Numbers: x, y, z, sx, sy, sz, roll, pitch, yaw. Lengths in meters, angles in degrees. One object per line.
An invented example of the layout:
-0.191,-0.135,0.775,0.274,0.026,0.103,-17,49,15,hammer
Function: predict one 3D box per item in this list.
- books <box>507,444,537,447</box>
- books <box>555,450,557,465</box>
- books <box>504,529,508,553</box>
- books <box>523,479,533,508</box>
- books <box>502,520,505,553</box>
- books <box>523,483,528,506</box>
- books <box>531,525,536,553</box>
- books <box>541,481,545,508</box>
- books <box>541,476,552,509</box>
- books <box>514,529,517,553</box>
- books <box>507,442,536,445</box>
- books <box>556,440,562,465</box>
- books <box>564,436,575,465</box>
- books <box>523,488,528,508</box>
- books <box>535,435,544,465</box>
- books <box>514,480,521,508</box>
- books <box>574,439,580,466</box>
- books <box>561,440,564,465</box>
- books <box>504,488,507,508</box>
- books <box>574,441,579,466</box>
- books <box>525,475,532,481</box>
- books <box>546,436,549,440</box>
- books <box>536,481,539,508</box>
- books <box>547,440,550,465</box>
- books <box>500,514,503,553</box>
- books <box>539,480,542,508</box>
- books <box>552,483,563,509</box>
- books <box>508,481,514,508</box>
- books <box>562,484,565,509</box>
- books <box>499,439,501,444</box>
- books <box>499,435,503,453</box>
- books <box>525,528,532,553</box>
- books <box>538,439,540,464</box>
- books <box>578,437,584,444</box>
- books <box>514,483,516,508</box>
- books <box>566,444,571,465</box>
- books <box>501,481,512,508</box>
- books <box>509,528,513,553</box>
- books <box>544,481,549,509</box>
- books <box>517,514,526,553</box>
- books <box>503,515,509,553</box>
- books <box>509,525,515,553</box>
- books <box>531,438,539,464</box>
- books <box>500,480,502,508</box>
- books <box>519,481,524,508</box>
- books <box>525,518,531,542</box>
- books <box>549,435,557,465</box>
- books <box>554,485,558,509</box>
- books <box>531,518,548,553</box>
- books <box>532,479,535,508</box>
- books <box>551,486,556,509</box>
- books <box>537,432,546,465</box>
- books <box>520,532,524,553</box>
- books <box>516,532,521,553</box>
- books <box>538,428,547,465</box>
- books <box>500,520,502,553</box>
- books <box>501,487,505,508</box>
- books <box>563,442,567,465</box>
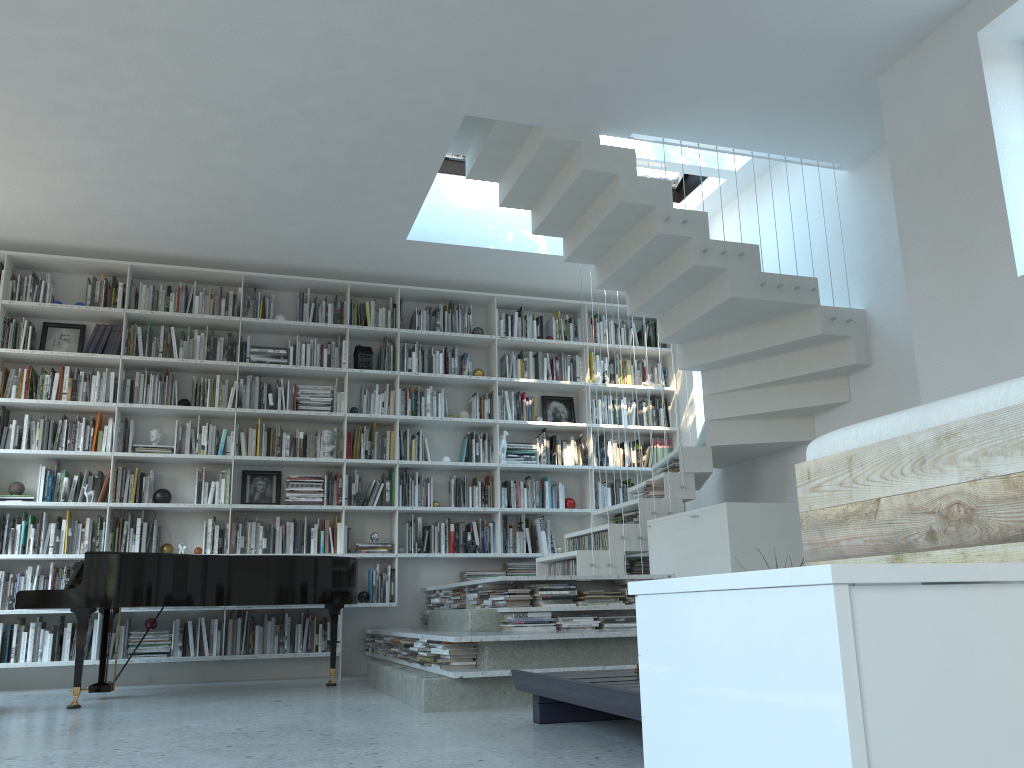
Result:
0.051,0.539,7.636,0.285,0.012,0.160,4,-15,-19,books
0.363,0.608,7.737,0.010,0.277,0.129,3,-14,-17,books
-0.070,1.323,7.413,0.033,0.213,0.140,3,-15,-17,books
0.130,0.949,7.526,0.028,0.254,0.192,3,-15,-17,books
-0.090,1.283,7.405,0.015,0.286,0.138,3,-15,-17,books
0.104,0.966,7.538,0.012,0.229,0.179,3,-15,-17,books
0.161,1.319,7.470,0.031,0.239,0.172,3,-15,-17,books
0.247,0.965,7.596,0.012,0.253,0.161,3,-15,-17,books
0.293,0.944,7.593,0.026,0.289,0.181,3,-15,-17,books
0.009,1.326,7.426,0.025,0.209,0.137,3,-15,-17,books
0.051,0.527,7.639,0.285,0.012,0.160,3,-15,-15,books
0.389,0.621,7.720,0.031,0.241,0.147,3,-15,-17,books
0.499,0.610,7.742,0.021,0.270,0.192,3,-15,-17,books
0.089,0.986,7.518,0.027,0.181,0.186,3,-15,-17,books
0.238,0.594,7.688,0.012,0.284,0.160,3,-15,-17,books
0.030,0.950,7.504,0.045,0.245,0.186,3,-15,-17,books
0.555,0.625,7.775,0.024,0.254,0.145,3,-15,-17,books
0.414,0.623,7.747,0.031,0.249,0.133,3,-15,-17,books
-0.073,0.977,7.475,0.022,0.183,0.163,3,-15,-17,books
0.529,0.627,7.750,0.041,0.238,0.177,3,-15,-17,books
0.143,0.934,7.558,0.013,0.298,0.148,3,-15,-17,books
0.299,0.599,7.704,0.013,0.279,0.131,3,-14,-17,books
0.192,0.964,7.573,0.026,0.246,0.166,3,-15,-17,books
0.284,0.615,7.676,0.030,0.236,0.179,3,-15,-17,books
-0.104,1.257,7.404,0.014,0.336,0.132,3,-14,-17,books
0.218,0.959,7.561,0.014,0.248,0.177,3,-15,-17,books
0.388,0.979,7.626,0.025,0.235,0.181,3,-15,-17,books
-0.017,0.952,7.508,0.024,0.246,0.143,3,-15,-17,books
0.412,0.986,7.634,0.027,0.222,0.170,3,-15,-17,books
-0.126,0.597,7.538,0.027,0.221,0.184,3,-15,-17,books
-0.109,0.583,7.580,0.028,0.266,0.138,3,-15,-17,books
0.114,1.326,7.449,0.052,0.216,0.185,3,-15,-17,books
0.211,0.613,7.682,0.023,0.246,0.138,3,-15,-17,books
0.623,0.619,7.815,0.029,0.283,0.139,3,-15,-17,books
0.004,0.961,7.499,0.011,0.222,0.163,3,-15,-17,books
0.471,0.642,7.751,0.025,0.212,0.156,3,-15,-17,books
-0.048,0.949,7.487,0.047,0.243,0.177,3,-15,-17,books
-0.028,1.322,7.415,0.023,0.213,0.164,3,-15,-17,books
0.271,0.965,7.577,0.023,0.243,0.190,3,-15,-17,books
0.081,1.268,7.454,0.014,0.332,0.169,3,-15,-17,books
-0.050,1.269,7.433,0.013,0.326,0.131,3,-14,-17,books
-0.007,1.306,7.414,0.015,0.243,0.157,3,-15,-17,books
0.200,0.604,7.662,0.012,0.253,0.161,3,-15,-17,books
-0.116,0.944,7.484,0.012,0.253,0.161,3,-15,-17,books
0.059,0.959,7.528,0.026,0.238,0.177,3,-15,-17,books
0.136,1.291,7.489,0.010,0.303,0.132,3,-14,-17,books
0.338,0.597,7.703,0.059,0.281,0.167,3,-15,-17,books
0.356,0.988,7.624,0.037,0.218,0.140,3,-15,-17,books
0.224,1.286,7.453,0.075,0.290,0.255,3,-15,-17,books
0.160,0.948,7.541,0.012,0.261,0.187,3,-15,-17,books
0.329,0.991,7.597,0.030,0.200,0.190,3,-15,-17,books
0.256,0.581,7.668,0.011,0.299,0.184,3,-15,-17,books
0.063,1.340,7.434,0.024,0.184,0.149,3,-15,-17,books
0.035,1.339,7.432,0.030,0.187,0.140,3,-15,-17,books
0.267,0.562,7.675,0.010,0.338,0.180,3,-15,-17,books
-0.117,1.282,7.398,0.012,0.285,0.158,3,-15,-17,books
-0.095,0.975,7.471,0.023,0.186,0.160,3,-15,-17,books
0.443,0.632,7.752,0.028,0.234,0.129,3,-15,-17,books
